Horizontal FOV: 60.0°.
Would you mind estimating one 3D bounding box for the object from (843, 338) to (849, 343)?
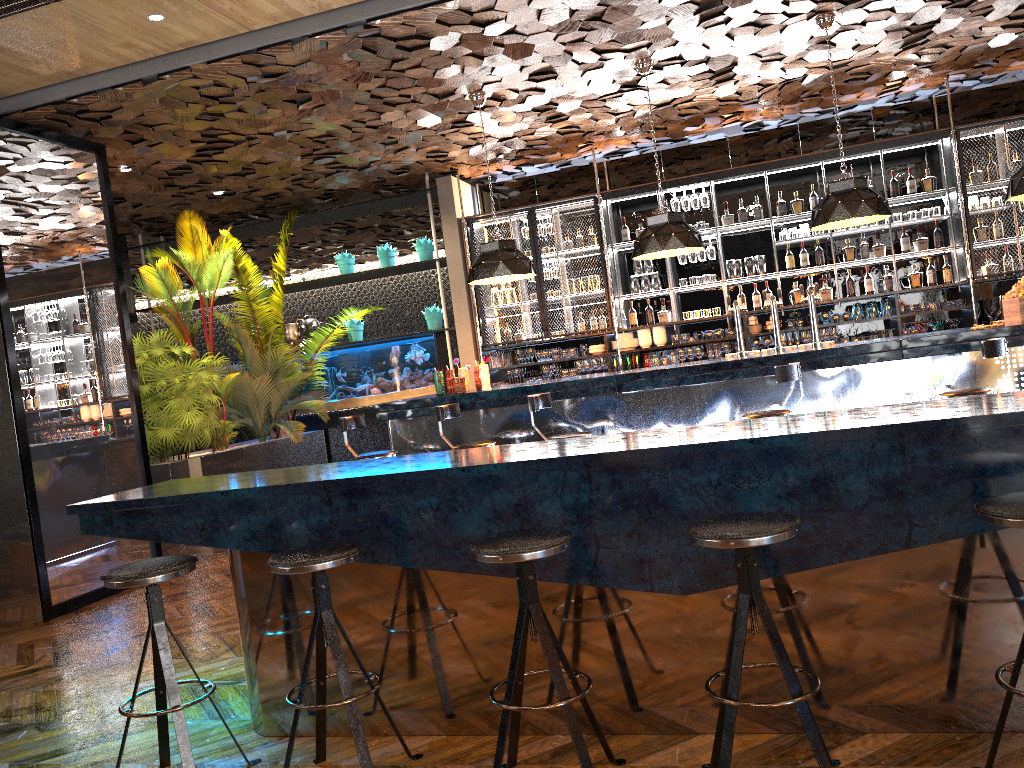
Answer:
[{"bbox_3d":[3.426,-0.417,9.097,0.067,0.100,0.067,-7,1,9],"label":"object"}]

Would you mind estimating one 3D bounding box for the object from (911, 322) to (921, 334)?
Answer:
[{"bbox_3d":[4.076,-0.537,8.945,0.089,0.174,0.089,-8,1,-23],"label":"object"}]

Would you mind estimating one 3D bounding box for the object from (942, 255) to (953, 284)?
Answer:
[{"bbox_3d":[4.402,-1.155,8.974,0.080,0.299,0.080,-7,1,19],"label":"object"}]

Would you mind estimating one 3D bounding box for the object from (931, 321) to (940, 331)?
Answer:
[{"bbox_3d":[4.300,-0.555,8.987,0.106,0.148,0.106,-9,2,-45],"label":"object"}]

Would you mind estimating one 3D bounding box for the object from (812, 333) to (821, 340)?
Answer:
[{"bbox_3d":[3.158,-0.450,9.197,0.091,0.229,0.091,-8,1,-26],"label":"object"}]

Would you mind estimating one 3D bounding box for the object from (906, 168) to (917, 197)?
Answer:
[{"bbox_3d":[4.073,-2.058,9.050,0.086,0.298,0.086,-8,1,-25],"label":"object"}]

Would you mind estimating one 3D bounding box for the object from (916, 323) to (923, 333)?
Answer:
[{"bbox_3d":[4.222,-0.548,9.132,0.106,0.148,0.106,-7,1,35],"label":"object"}]

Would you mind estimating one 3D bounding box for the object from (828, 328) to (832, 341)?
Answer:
[{"bbox_3d":[3.313,-0.471,9.266,0.091,0.229,0.091,-7,1,10],"label":"object"}]

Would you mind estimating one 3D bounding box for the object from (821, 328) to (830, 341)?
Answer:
[{"bbox_3d":[3.245,-0.460,9.169,0.091,0.229,0.091,-6,2,44],"label":"object"}]

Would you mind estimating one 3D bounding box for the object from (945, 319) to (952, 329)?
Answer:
[{"bbox_3d":[4.483,-0.582,9.044,0.107,0.152,0.107,-7,1,23],"label":"object"}]

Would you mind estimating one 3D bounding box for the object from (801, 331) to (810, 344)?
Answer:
[{"bbox_3d":[3.058,-0.437,9.221,0.091,0.229,0.091,-7,1,3],"label":"object"}]

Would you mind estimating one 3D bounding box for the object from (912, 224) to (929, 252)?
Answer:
[{"bbox_3d":[4.150,-1.480,9.014,0.123,0.279,0.123,-7,1,6],"label":"object"}]

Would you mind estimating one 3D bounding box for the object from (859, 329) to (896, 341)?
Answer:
[{"bbox_3d":[3.751,-0.478,9.113,0.356,0.134,0.206,-7,1,24],"label":"object"}]

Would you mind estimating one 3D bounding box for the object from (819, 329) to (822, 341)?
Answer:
[{"bbox_3d":[3.224,-0.460,9.294,0.091,0.229,0.091,-9,2,-42],"label":"object"}]

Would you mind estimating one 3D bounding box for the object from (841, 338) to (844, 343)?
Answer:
[{"bbox_3d":[3.493,-0.430,9.310,0.067,0.100,0.067,-7,1,9],"label":"object"}]

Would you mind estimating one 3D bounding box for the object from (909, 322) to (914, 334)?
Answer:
[{"bbox_3d":[4.082,-0.540,9.045,0.089,0.174,0.089,-8,1,-23],"label":"object"}]

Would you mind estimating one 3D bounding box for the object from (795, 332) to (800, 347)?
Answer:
[{"bbox_3d":[2.974,-0.427,9.226,0.049,0.231,0.049,-7,1,12],"label":"object"}]

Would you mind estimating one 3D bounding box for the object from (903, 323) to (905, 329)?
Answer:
[{"bbox_3d":[3.994,-0.528,9.007,0.089,0.174,0.089,-8,1,-23],"label":"object"}]

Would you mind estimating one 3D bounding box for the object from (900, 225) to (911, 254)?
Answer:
[{"bbox_3d":[4.020,-1.475,9.075,0.086,0.298,0.086,-8,1,-25],"label":"object"}]

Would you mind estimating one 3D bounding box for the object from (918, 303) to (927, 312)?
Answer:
[{"bbox_3d":[4.109,-0.766,8.876,0.084,0.082,0.084,-7,1,34],"label":"object"}]

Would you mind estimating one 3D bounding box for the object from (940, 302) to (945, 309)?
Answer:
[{"bbox_3d":[4.419,-0.804,9.028,0.088,0.070,0.098,-7,1,1],"label":"object"}]

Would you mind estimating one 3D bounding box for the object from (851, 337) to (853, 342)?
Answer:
[{"bbox_3d":[3.584,-0.441,9.278,0.067,0.099,0.067,-8,1,-12],"label":"object"}]

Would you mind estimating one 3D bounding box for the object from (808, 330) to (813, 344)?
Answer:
[{"bbox_3d":[3.133,-0.449,9.322,0.091,0.229,0.091,-7,1,37],"label":"object"}]

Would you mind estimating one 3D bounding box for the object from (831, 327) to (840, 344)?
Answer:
[{"bbox_3d":[3.336,-0.472,9.140,0.091,0.229,0.091,-8,1,-11],"label":"object"}]

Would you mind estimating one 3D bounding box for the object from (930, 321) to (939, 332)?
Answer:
[{"bbox_3d":[4.330,-0.561,9.098,0.106,0.148,0.106,-8,1,-34],"label":"object"}]

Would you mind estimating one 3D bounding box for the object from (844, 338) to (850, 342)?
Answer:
[{"bbox_3d":[3.471,-0.425,9.200,0.067,0.100,0.067,-7,1,9],"label":"object"}]

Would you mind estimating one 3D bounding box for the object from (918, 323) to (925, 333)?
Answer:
[{"bbox_3d":[4.191,-0.541,9.018,0.106,0.148,0.106,-8,2,-41],"label":"object"}]

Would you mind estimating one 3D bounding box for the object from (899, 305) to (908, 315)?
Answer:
[{"bbox_3d":[3.941,-0.745,8.931,0.084,0.082,0.084,-7,1,9],"label":"object"}]

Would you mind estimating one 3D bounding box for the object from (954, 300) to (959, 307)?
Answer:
[{"bbox_3d":[4.467,-0.807,8.858,0.098,0.070,0.088,-6,2,44],"label":"object"}]

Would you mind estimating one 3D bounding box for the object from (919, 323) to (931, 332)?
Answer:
[{"bbox_3d":[4.156,-0.534,8.907,0.106,0.148,0.106,-7,1,35],"label":"object"}]

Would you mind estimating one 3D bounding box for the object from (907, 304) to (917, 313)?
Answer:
[{"bbox_3d":[4.017,-0.754,8.905,0.084,0.082,0.084,-7,1,18],"label":"object"}]

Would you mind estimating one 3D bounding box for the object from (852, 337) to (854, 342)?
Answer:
[{"bbox_3d":[3.560,-0.436,9.184,0.067,0.099,0.067,-8,1,-12],"label":"object"}]

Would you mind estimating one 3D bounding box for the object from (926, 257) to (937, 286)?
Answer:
[{"bbox_3d":[4.268,-1.139,9.028,0.086,0.298,0.086,-8,1,-25],"label":"object"}]

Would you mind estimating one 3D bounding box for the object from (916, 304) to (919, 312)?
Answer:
[{"bbox_3d":[4.162,-0.777,9.063,0.084,0.082,0.084,-7,1,14],"label":"object"}]

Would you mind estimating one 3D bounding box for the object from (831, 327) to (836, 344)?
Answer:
[{"bbox_3d":[3.407,-0.486,9.360,0.091,0.229,0.091,-7,1,14],"label":"object"}]

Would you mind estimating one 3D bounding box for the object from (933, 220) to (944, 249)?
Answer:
[{"bbox_3d":[4.314,-1.512,8.982,0.086,0.299,0.086,-8,1,-25],"label":"object"}]

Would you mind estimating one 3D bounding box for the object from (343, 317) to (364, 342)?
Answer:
[{"bbox_3d":[-1.915,-0.657,10.766,0.265,0.325,0.245,-8,1,-19],"label":"object"}]

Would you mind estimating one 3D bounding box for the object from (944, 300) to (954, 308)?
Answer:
[{"bbox_3d":[4.360,-0.793,8.840,0.098,0.070,0.088,-8,1,-38],"label":"object"}]

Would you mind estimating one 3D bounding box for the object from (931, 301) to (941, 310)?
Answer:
[{"bbox_3d":[4.223,-0.781,8.842,0.084,0.082,0.084,-8,1,-1],"label":"object"}]

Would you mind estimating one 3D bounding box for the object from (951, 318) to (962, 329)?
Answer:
[{"bbox_3d":[4.419,-0.569,8.806,0.107,0.152,0.107,-6,2,42],"label":"object"}]

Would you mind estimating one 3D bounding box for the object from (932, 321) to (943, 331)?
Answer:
[{"bbox_3d":[4.268,-0.549,8.875,0.106,0.148,0.106,-7,1,26],"label":"object"}]

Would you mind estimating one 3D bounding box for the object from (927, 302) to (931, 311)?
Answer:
[{"bbox_3d":[4.233,-0.784,8.941,0.084,0.082,0.084,-7,1,23],"label":"object"}]

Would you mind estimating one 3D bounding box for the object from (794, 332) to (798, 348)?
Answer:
[{"bbox_3d":[3.024,-0.438,9.408,0.049,0.231,0.049,-7,1,19],"label":"object"}]

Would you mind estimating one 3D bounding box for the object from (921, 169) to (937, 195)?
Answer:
[{"bbox_3d":[4.219,-2.049,8.974,0.094,0.248,0.151,-9,2,-45],"label":"object"}]

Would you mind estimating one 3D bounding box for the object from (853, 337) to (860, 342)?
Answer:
[{"bbox_3d":[3.525,-0.429,9.064,0.067,0.099,0.067,-8,1,-12],"label":"object"}]

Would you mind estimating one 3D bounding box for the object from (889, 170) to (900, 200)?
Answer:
[{"bbox_3d":[3.909,-2.037,9.070,0.086,0.299,0.086,-8,1,-25],"label":"object"}]

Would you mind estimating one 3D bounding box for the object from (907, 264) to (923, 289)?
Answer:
[{"bbox_3d":[4.120,-1.095,9.059,0.151,0.248,0.094,-7,1,26],"label":"object"}]

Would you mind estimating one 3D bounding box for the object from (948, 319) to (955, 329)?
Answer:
[{"bbox_3d":[4.451,-0.575,8.919,0.107,0.152,0.107,-7,1,31],"label":"object"}]

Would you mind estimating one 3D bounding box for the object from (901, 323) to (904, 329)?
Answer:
[{"bbox_3d":[4.010,-0.532,9.101,0.089,0.174,0.089,-8,1,-23],"label":"object"}]

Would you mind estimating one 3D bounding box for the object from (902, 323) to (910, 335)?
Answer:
[{"bbox_3d":[3.957,-0.521,8.919,0.089,0.174,0.089,-8,1,-23],"label":"object"}]

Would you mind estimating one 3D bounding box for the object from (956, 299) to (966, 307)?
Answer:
[{"bbox_3d":[4.442,-0.802,8.763,0.088,0.070,0.098,-7,1,26],"label":"object"}]

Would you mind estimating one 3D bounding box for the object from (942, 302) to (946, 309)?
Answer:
[{"bbox_3d":[4.389,-0.798,8.932,0.088,0.070,0.098,-7,2,40],"label":"object"}]

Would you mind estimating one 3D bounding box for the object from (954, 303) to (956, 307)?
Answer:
[{"bbox_3d":[4.496,-0.813,8.956,0.098,0.070,0.088,-8,1,-27],"label":"object"}]
